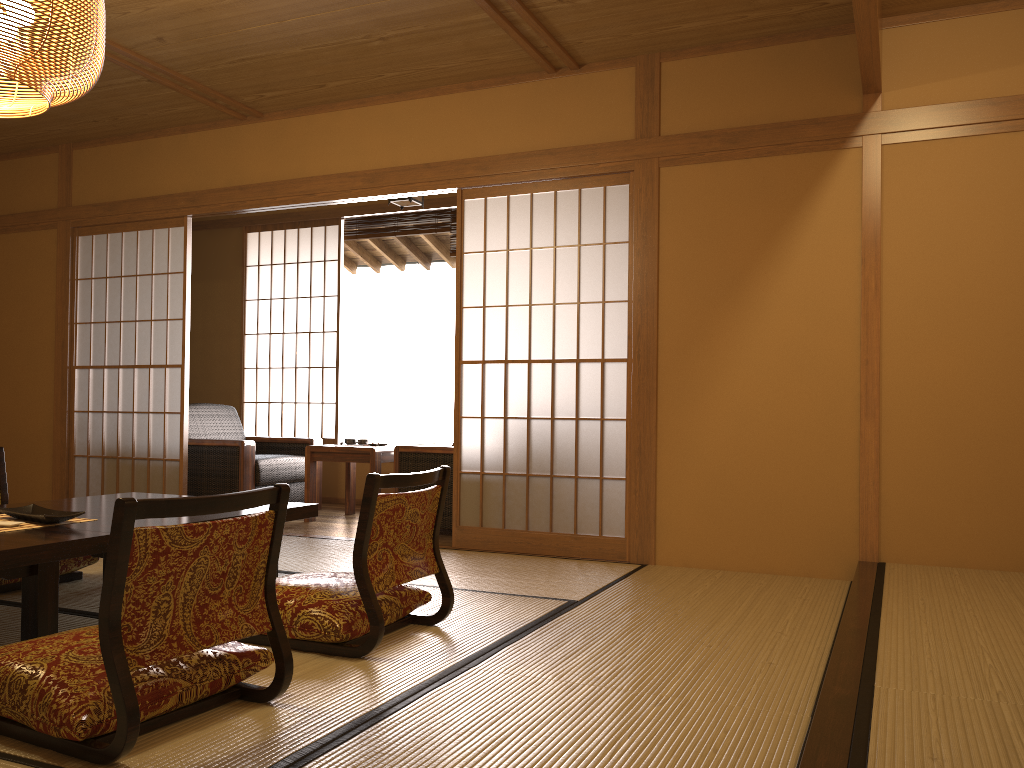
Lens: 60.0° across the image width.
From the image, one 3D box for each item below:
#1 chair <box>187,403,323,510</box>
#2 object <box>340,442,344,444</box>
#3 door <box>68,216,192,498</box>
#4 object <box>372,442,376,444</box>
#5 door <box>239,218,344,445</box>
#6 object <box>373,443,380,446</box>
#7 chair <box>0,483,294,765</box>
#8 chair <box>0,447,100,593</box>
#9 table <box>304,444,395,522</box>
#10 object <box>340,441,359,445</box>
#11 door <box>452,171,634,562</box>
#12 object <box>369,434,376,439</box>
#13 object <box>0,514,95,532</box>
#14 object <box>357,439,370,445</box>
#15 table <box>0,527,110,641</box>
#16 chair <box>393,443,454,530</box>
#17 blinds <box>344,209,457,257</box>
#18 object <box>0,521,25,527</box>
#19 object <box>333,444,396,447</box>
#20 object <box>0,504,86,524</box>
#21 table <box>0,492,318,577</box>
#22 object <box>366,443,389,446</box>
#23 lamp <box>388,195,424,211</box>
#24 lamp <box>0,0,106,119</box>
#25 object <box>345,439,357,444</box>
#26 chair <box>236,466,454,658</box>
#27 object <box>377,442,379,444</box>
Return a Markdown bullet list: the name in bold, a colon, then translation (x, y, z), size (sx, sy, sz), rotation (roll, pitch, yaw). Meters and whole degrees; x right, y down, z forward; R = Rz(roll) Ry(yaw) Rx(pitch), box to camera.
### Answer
- **chair**: translation (-1.970, 0.527, 6.335), size (0.943, 0.779, 0.873), rotation (0, -2, 24)
- **object**: translation (-1.155, 0.402, 6.006), size (0.015, 0.018, 0.050), rotation (1, -2, -24)
- **door**: translation (-2.492, -0.083, 5.757), size (0.992, 1.933, 0.040), rotation (0, -1, 24)
- **object**: translation (-0.920, 0.393, 5.925), size (0.006, 0.007, 0.230), rotation (1, -2, -2)
- **door**: translation (-1.822, -0.393, 7.287), size (0.992, 1.872, 0.040), rotation (0, -1, 24)
- **object**: translation (-0.883, 0.399, 5.816), size (0.050, 0.018, 0.015), rotation (0, -1, 10)
- **chair**: translation (-0.941, 0.513, 2.148), size (0.686, 0.546, 0.583), rotation (0, -2, 28)
- **chair**: translation (-2.190, 0.549, 3.688), size (0.686, 0.546, 0.583), rotation (0, -2, 28)
- **table**: translation (-1.005, 0.662, 5.952), size (0.540, 0.500, 0.540), rotation (0, -2, 24)
- **object**: translation (-1.091, 0.397, 5.961), size (0.130, 0.026, 0.038), rotation (0, -2, 8)
- **door**: translation (0.153, -0.088, 4.601), size (0.992, 1.933, 0.040), rotation (0, -1, 24)
- **object**: translation (-0.987, 0.373, 6.056), size (0.117, 0.068, 0.038), rotation (1, -1, -11)
- **object**: translation (-1.632, 0.443, 2.831), size (0.401, 0.003, 0.398), rotation (0, -2, 24)
- **object**: translation (-1.012, 0.395, 6.050), size (0.084, 0.037, 0.084), rotation (0, -2, 15)
- **table**: translation (-1.826, 0.604, 2.368), size (0.994, 0.356, 0.995), rotation (0, -2, 24)
- **chair**: translation (-0.141, 0.524, 5.536), size (0.943, 0.779, 0.873), rotation (0, -2, 24)
- **blinds**: translation (-0.465, -1.265, 6.775), size (1.932, 0.594, 0.048), rotation (0, -1, 24)
- **object**: translation (-1.571, 0.435, 2.741), size (0.099, 0.013, 0.067), rotation (0, -2, 7)
- **object**: translation (-1.001, 0.412, 5.954), size (0.401, 0.003, 0.300), rotation (0, -2, 24)
- **object**: translation (-1.539, 0.425, 2.881), size (0.349, 0.039, 0.129), rotation (-1, -2, 37)
- **table**: translation (-1.429, 0.640, 3.280), size (0.994, 0.356, 0.995), rotation (0, -2, 24)
- **object**: translation (-0.903, 0.404, 5.932), size (0.131, 0.015, 0.181), rotation (1, -2, -21)
- **lamp**: translation (-0.689, -1.499, 5.804), size (0.330, 0.681, 0.330), rotation (0, -1, 24)
- **lamp**: translation (-1.671, -1.298, 2.693), size (0.799, 0.825, 0.798), rotation (2, -2, -43)
- **object**: translation (-1.105, 0.395, 6.088), size (0.084, 0.037, 0.084), rotation (2, -2, -38)
- **chair**: translation (-0.604, 0.543, 2.931), size (0.699, 0.546, 0.583), rotation (0, -2, 23)
- **object**: translation (-0.898, 0.393, 5.936), size (0.006, 0.007, 0.230), rotation (1, -2, -11)
